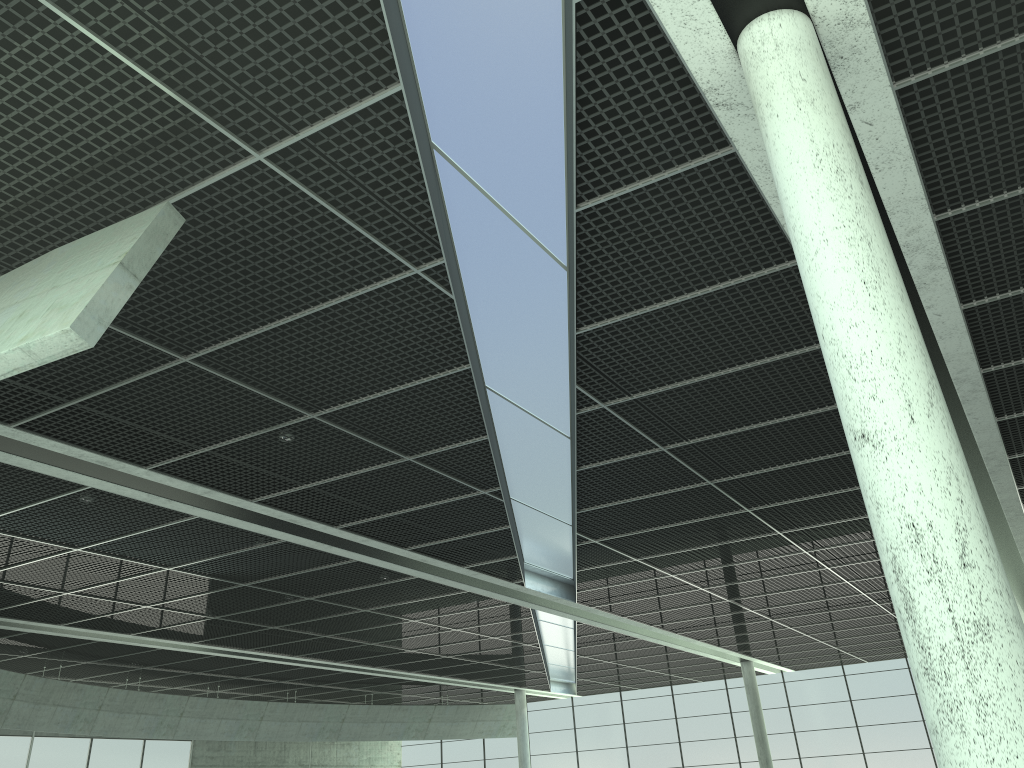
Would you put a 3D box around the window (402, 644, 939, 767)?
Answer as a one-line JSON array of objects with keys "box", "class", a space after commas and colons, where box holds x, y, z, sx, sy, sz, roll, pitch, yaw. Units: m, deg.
[{"box": [2.891, 20.769, 51.425, 99.727, 16.075, 100.659, -18, -31, 25], "class": "window"}]

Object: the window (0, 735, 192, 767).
[{"box": [-39.662, 37.317, 71.494, 0.159, 10.658, 33.486, -18, -31, 26], "class": "window"}]
